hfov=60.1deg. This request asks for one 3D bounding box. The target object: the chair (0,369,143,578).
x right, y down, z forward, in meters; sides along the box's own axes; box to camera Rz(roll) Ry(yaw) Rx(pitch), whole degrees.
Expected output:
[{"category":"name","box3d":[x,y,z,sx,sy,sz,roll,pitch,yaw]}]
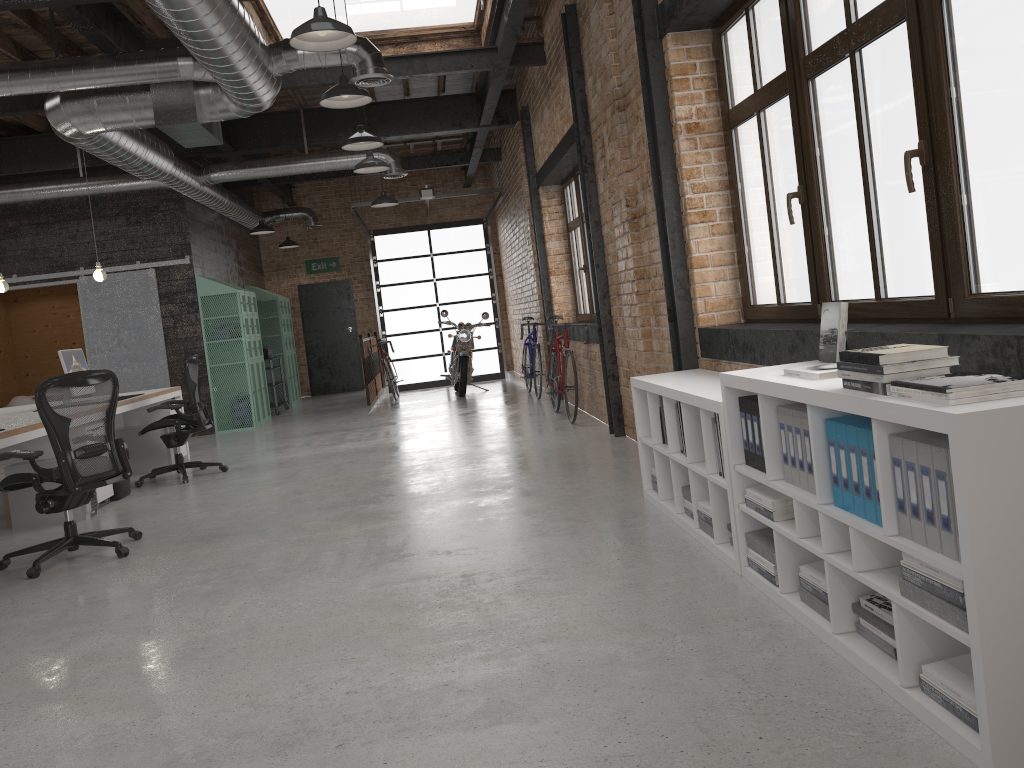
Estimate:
[{"category":"chair","box3d":[-2.635,0.485,5.149,0.792,1.084,0.772,-7,3,4]}]

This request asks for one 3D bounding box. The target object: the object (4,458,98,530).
[{"category":"object","box3d":[-3.357,0.781,6.487,0.541,0.454,0.221,-7,2,-5]}]

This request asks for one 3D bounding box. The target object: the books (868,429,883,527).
[{"category":"books","box3d":[1.084,0.238,2.355,0.232,0.261,0.062,-7,2,-5]}]

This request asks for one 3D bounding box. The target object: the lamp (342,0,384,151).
[{"category":"lamp","box3d":[-1.370,-2.728,7.633,0.362,1.360,0.362,-7,2,2]}]

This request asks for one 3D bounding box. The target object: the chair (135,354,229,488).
[{"category":"chair","box3d":[-3.016,0.306,7.909,0.794,1.084,0.770,-8,3,-26]}]

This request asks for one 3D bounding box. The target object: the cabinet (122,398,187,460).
[{"category":"cabinet","box3d":[-3.602,0.512,8.944,0.460,0.647,0.388,-7,3,-5]}]

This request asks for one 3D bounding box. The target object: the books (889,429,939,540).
[{"category":"books","box3d":[1.093,0.246,2.249,0.232,0.261,0.062,-7,2,-5]}]

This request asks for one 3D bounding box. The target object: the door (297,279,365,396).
[{"category":"door","box3d":[-3.404,-0.873,16.680,0.998,2.096,0.218,-7,2,-5]}]

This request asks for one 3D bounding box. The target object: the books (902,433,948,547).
[{"category":"books","box3d":[1.099,0.250,2.186,0.232,0.261,0.062,-7,2,-5]}]

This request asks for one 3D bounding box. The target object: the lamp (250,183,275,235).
[{"category":"lamp","box3d":[-3.712,-2.864,12.882,0.363,1.336,0.361,-8,2,-28]}]

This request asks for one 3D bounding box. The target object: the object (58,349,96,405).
[{"category":"object","box3d":[-3.875,-0.067,7.849,0.190,0.484,0.484,-7,3,-5]}]

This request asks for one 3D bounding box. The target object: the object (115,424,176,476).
[{"category":"object","box3d":[-3.558,0.631,8.618,0.541,0.454,0.221,-7,2,-5]}]

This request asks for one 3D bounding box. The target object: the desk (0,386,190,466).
[{"category":"desk","box3d":[-4.310,0.726,6.594,2.313,0.768,5.120,-7,5,-5]}]

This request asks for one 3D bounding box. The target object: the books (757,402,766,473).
[{"category":"books","box3d":[1.013,0.180,3.175,0.232,0.261,0.062,-7,2,-5]}]

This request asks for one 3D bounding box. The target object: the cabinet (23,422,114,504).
[{"category":"cabinet","box3d":[-3.401,0.661,6.811,0.460,0.647,0.388,-7,3,-5]}]

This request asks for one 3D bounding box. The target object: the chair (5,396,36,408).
[{"category":"chair","box3d":[-6.831,0.533,12.606,0.618,0.776,0.581,-7,3,-10]}]

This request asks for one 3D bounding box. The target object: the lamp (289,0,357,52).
[{"category":"lamp","box3d":[-1.100,-2.528,4.773,0.363,1.360,0.361,-8,2,-32]}]

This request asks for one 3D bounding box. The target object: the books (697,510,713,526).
[{"category":"books","box3d":[0.956,0.571,3.899,0.207,0.067,0.276,-7,4,-5]}]

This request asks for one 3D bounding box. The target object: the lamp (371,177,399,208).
[{"category":"lamp","box3d":[-1.706,-2.749,11.514,0.363,0.855,0.361,-8,2,-28]}]

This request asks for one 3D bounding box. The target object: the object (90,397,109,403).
[{"category":"object","box3d":[-3.625,0.138,7.851,0.118,0.017,0.440,-7,5,-5]}]

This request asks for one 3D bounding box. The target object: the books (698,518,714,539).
[{"category":"books","box3d":[0.967,0.620,3.909,0.217,0.072,0.290,-7,4,-5]}]

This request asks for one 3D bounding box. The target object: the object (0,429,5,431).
[{"category":"object","box3d":[-3.476,0.356,5.123,0.687,0.008,0.850,-7,5,-5]}]

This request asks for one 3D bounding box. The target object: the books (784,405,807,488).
[{"category":"books","box3d":[1.041,0.195,2.945,0.232,0.261,0.062,-7,2,-5]}]

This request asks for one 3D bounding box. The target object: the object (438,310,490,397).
[{"category":"object","box3d":[-0.774,-0.514,13.935,0.815,1.357,2.177,-8,4,-17]}]

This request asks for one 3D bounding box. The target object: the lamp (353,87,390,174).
[{"category":"lamp","box3d":[-1.453,-2.562,8.840,0.361,0.855,0.363,-6,2,12]}]

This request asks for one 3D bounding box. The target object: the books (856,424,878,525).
[{"category":"books","box3d":[1.077,0.234,2.420,0.232,0.261,0.062,-7,2,-5]}]

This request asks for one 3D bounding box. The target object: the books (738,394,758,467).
[{"category":"books","box3d":[0.995,0.166,3.367,0.232,0.261,0.062,-7,2,-5]}]

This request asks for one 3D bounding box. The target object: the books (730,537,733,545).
[{"category":"books","box3d":[1.017,0.648,3.602,0.184,0.049,0.262,-7,5,-4]}]

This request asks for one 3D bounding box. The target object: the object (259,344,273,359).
[{"category":"object","box3d":[-3.849,-0.482,13.635,0.309,0.262,0.460,-7,4,-5]}]

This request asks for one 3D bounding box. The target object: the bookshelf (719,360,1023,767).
[{"category":"bookshelf","box3d":[1.118,0.382,2.684,0.400,0.798,1.547,-7,4,-5]}]

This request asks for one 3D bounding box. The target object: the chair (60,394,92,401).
[{"category":"chair","box3d":[-6.133,0.445,12.670,0.618,0.776,0.581,-7,3,-10]}]

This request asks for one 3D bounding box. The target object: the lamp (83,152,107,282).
[{"category":"lamp","box3d":[-4.112,-1.827,8.612,0.123,1.675,0.123,-7,2,-7]}]

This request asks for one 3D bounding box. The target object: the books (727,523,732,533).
[{"category":"books","box3d":[1.027,0.589,3.600,0.222,0.055,0.282,-7,5,-4]}]

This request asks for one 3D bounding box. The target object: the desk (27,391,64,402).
[{"category":"desk","box3d":[-6.267,0.406,13.629,2.000,0.730,1.000,-7,4,-5]}]

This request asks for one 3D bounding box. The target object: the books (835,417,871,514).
[{"category":"books","box3d":[1.065,0.225,2.549,0.232,0.261,0.062,-7,2,-5]}]

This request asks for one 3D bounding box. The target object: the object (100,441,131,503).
[{"category":"object","box3d":[-3.284,0.706,7.224,0.250,0.465,0.339,-7,3,-5]}]

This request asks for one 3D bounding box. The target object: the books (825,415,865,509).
[{"category":"books","box3d":[1.059,0.220,2.612,0.232,0.261,0.062,-7,2,-5]}]

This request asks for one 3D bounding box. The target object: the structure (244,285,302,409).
[{"category":"structure","box3d":[-4.071,-0.673,15.201,0.557,2.097,1.119,-7,2,-5]}]

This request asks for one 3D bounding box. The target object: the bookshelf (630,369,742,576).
[{"category":"bookshelf","box3d":[0.974,0.331,4.232,0.400,0.683,1.547,-7,4,-5]}]

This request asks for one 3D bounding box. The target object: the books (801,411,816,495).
[{"category":"books","box3d":[1.053,0.204,2.816,0.232,0.261,0.062,-7,2,-5]}]

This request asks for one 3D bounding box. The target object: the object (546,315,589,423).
[{"category":"object","box3d":[0.490,-0.180,9.001,0.402,1.038,1.740,-7,4,-10]}]

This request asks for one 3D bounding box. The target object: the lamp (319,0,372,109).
[{"category":"lamp","box3d":[-1.195,-2.369,6.096,0.361,0.855,0.363,-6,2,17]}]

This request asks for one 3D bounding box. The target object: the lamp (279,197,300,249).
[{"category":"lamp","box3d":[-3.944,-3.037,15.341,0.363,1.336,0.361,-8,2,-28]}]

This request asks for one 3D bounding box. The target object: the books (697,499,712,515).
[{"category":"books","box3d":[0.954,0.528,3.886,0.214,0.051,0.252,-7,5,-5]}]

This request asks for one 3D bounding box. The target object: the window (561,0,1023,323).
[{"category":"window","box3d":[1.076,-1.261,6.275,0.147,1.687,8.652,-7,5,-5]}]

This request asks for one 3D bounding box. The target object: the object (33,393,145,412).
[{"category":"object","box3d":[-3.735,0.162,7.878,0.687,0.008,0.850,-7,5,-6]}]

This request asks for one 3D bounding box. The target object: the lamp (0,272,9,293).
[{"category":"lamp","box3d":[-5.022,-1.711,8.529,0.123,1.675,0.123,-7,2,-7]}]

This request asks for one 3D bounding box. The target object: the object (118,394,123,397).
[{"category":"object","box3d":[-3.649,0.108,8.177,0.106,0.028,0.059,-7,4,-6]}]

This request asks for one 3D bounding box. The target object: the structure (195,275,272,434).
[{"category":"structure","box3d":[-3.782,-0.459,12.143,0.557,2.097,1.119,-7,2,-5]}]

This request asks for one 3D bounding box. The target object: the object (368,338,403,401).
[{"category":"object","box3d":[-2.056,-0.246,14.721,0.410,1.031,1.738,-7,4,2]}]

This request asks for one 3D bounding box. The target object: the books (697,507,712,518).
[{"category":"books","box3d":[0.956,0.545,3.891,0.219,0.039,0.261,-7,5,-5]}]

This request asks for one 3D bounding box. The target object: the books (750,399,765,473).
[{"category":"books","box3d":[1.007,0.175,3.240,0.232,0.261,0.062,-7,2,-5]}]

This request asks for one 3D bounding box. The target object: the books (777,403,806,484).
[{"category":"books","box3d":[1.035,0.191,3.008,0.232,0.261,0.062,-7,2,-5]}]

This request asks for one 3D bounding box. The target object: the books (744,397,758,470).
[{"category":"books","box3d":[1.001,0.171,3.304,0.232,0.261,0.062,-7,2,-5]}]

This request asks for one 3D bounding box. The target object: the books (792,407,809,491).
[{"category":"books","box3d":[1.047,0.200,2.881,0.232,0.261,0.062,-7,2,-5]}]

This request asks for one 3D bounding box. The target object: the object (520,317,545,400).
[{"category":"object","box3d":[0.248,-0.361,11.574,0.402,1.038,1.740,-7,4,-10]}]

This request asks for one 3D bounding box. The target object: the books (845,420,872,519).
[{"category":"books","box3d":[1.071,0.229,2.484,0.232,0.261,0.062,-7,2,-5]}]
